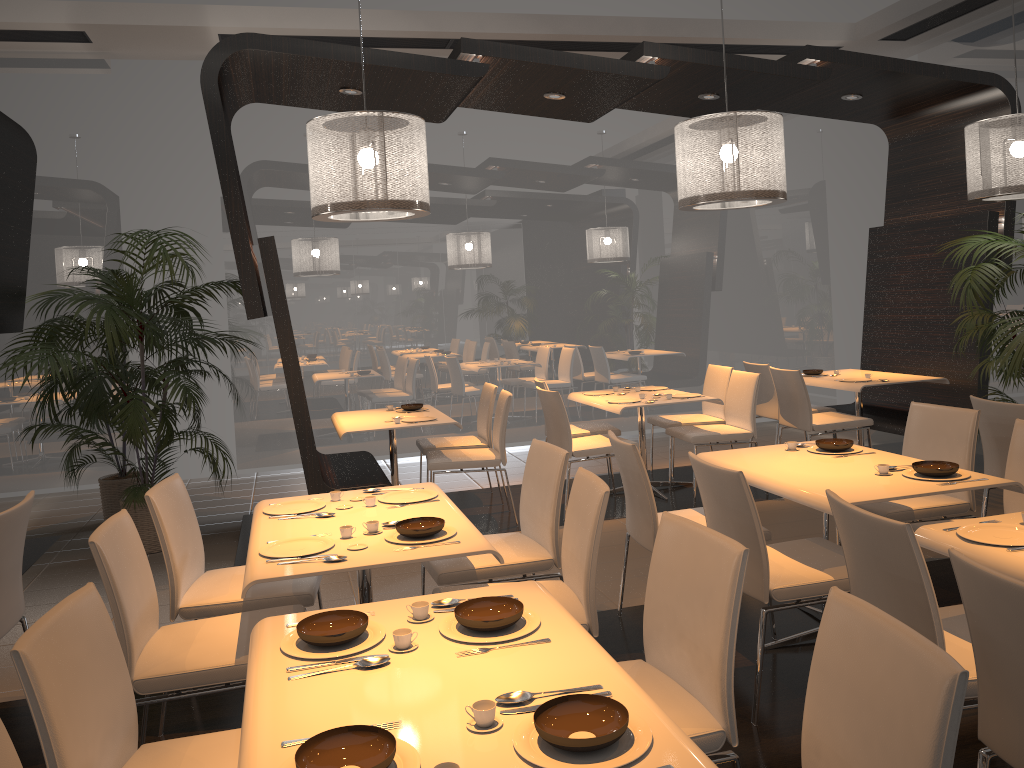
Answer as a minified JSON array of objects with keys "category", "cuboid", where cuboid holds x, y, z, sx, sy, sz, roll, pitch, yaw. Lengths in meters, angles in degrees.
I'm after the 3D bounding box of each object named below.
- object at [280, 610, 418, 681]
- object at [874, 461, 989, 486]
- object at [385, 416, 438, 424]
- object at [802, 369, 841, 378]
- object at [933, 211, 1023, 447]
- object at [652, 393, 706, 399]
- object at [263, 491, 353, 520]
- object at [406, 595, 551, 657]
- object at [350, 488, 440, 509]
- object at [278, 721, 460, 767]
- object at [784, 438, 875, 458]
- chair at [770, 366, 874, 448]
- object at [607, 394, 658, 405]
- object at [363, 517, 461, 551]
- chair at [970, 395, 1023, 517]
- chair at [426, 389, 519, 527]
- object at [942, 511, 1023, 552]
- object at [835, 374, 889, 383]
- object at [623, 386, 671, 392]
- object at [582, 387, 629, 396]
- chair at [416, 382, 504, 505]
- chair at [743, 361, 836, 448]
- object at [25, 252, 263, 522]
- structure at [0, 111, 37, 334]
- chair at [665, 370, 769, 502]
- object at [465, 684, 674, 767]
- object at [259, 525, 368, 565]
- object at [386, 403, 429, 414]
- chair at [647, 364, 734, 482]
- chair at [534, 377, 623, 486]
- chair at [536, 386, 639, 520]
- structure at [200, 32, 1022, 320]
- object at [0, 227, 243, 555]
[{"category":"object","cuboid":[-0.384,0.581,2.058,0.304,0.044,0.366,-5,6,-15]},{"category":"object","cuboid":[1.613,0.336,3.458,0.304,0.044,0.366,-5,6,-15]},{"category":"object","cuboid":[-0.691,0.229,6.016,0.335,0.038,0.377,-6,6,-25]},{"category":"object","cuboid":[2.578,-0.095,7.451,0.304,0.044,0.366,-5,6,-15]},{"category":"object","cuboid":[3.663,-0.300,5.952,1.504,2.057,1.565,-3,3,-1]},{"category":"object","cuboid":[1.204,0.075,6.511,0.335,0.038,0.377,-6,6,-25]},{"category":"object","cuboid":[-0.801,0.475,3.465,0.335,0.038,0.377,-5,6,-20]},{"category":"object","cuboid":[-0.089,0.557,2.129,0.304,0.044,0.366,-5,6,-15]},{"category":"object","cuboid":[-0.483,0.444,3.602,0.335,0.038,0.377,-6,6,-25]},{"category":"object","cuboid":[-0.240,0.629,1.455,0.304,0.044,0.366,-5,6,-15]},{"category":"object","cuboid":[1.449,0.286,4.086,0.304,0.044,0.366,-5,6,-15]},{"category":"chair","cuboid":[2.349,0.295,6.759,0.606,0.873,0.484,-4,2,-12]},{"category":"object","cuboid":[0.871,0.109,6.350,0.335,0.038,0.377,-5,6,-20]},{"category":"object","cuboid":[-0.344,0.490,2.995,0.304,0.044,0.366,-5,6,-15]},{"category":"chair","cuboid":[2.705,0.494,4.427,0.605,0.873,0.485,-4,2,-7]},{"category":"chair","cuboid":[-0.280,0.508,6.046,0.605,0.868,0.485,-4,2,-7]},{"category":"object","cuboid":[1.499,0.429,2.566,0.335,0.038,0.377,-5,6,-20]},{"category":"object","cuboid":[2.729,-0.044,6.852,0.335,0.038,0.377,-5,6,-20]},{"category":"object","cuboid":[1.063,0.026,7.111,0.335,0.038,0.377,-6,6,-25]},{"category":"object","cuboid":[0.746,0.060,6.946,0.335,0.038,0.377,-5,6,-20]},{"category":"chair","cuboid":[-0.398,0.458,6.672,0.606,0.873,0.484,-4,2,-12]},{"category":"chair","cuboid":[2.310,0.234,7.405,0.606,0.868,0.484,-4,2,-12]},{"category":"object","cuboid":[-2.894,0.000,6.711,1.559,2.057,1.510,-1,3,37]},{"category":"structure","cuboid":[-6.050,-0.956,4.881,5.940,1.725,1.404,-5,3,-15]},{"category":"chair","cuboid":[1.508,0.362,6.531,0.606,0.868,0.484,-4,2,-12]},{"category":"object","cuboid":[0.086,0.601,1.562,0.304,0.044,0.366,-5,6,-15]},{"category":"object","cuboid":[-0.646,0.522,2.871,0.335,0.038,0.377,-5,6,-20]},{"category":"object","cuboid":[-0.777,0.177,6.586,0.304,0.044,0.366,-5,6,-15]},{"category":"chair","cuboid":[1.469,0.305,7.177,0.606,0.873,0.484,-4,2,-12]},{"category":"chair","cuboid":[0.507,0.378,6.960,0.605,0.868,0.485,-4,2,-7]},{"category":"chair","cuboid":[0.523,0.445,6.259,0.606,0.873,0.484,-4,2,-17]},{"category":"structure","cuboid":[0.869,-1.517,6.682,5.940,1.725,1.404,-5,3,-15]},{"category":"object","cuboid":[-2.409,0.066,5.717,1.564,2.057,1.506,-4,3,-21]}]
